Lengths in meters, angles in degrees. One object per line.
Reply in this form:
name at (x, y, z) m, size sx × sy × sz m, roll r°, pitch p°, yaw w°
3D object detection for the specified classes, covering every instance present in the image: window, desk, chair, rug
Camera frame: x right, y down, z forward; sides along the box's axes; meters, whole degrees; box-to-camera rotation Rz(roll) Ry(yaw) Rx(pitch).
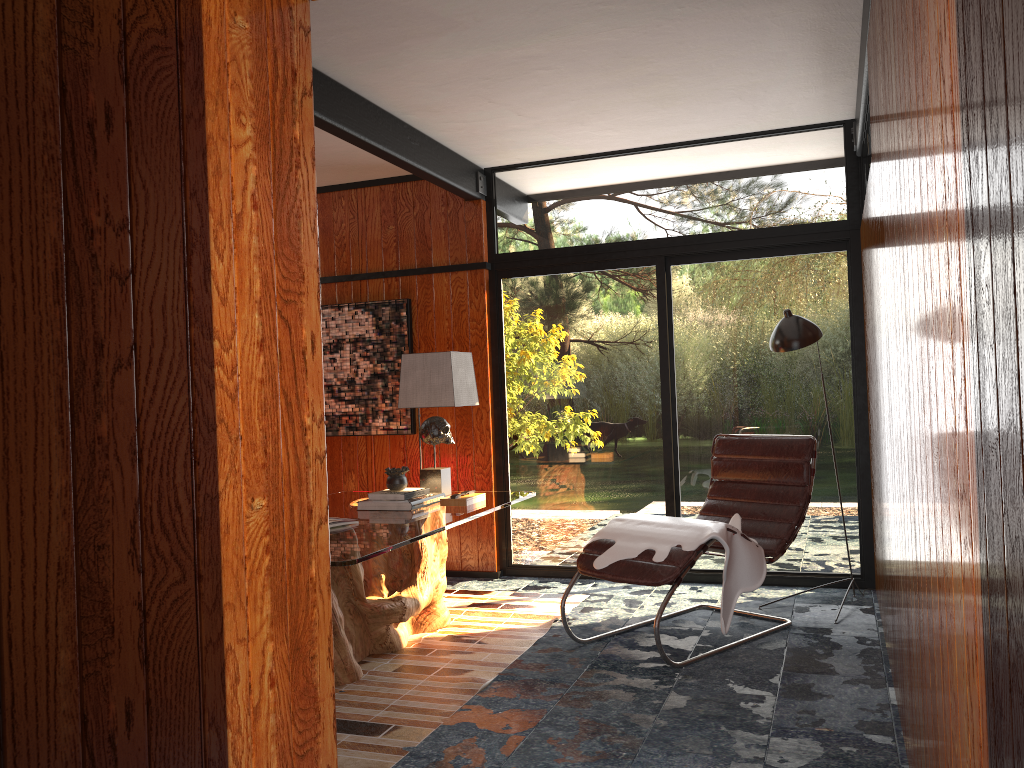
window at (0.942, -0.123, 5.250) m, size 2.260 × 2.580 × 0.085 m, roll -2°, pitch -1°, yaw 20°
desk at (-0.716, 0.897, 3.886) m, size 1.150 × 0.632 × 1.900 m, roll -2°, pitch -1°, yaw 20°
chair at (0.862, 0.715, 4.151) m, size 1.298 × 0.886 × 0.593 m, roll -2°, pitch -1°, yaw -42°
rug at (-1.105, 1.224, 4.232) m, size 2.410 × 0.042 × 2.439 m, roll -2°, pitch -1°, yaw 20°

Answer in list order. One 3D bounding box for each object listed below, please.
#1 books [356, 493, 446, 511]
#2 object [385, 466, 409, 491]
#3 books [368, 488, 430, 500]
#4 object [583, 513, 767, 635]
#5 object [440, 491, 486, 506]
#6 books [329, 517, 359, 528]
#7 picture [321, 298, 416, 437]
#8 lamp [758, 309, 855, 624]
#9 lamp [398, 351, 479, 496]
books at (-0.520, 0.557, 4.207) m, size 0.286 × 0.040 × 0.366 m, roll -2°, pitch -1°, yaw 20°
object at (-0.549, 0.452, 4.232) m, size 0.118 × 0.114 × 0.121 m, roll -2°, pitch -1°, yaw 14°
books at (-0.536, 0.523, 4.217) m, size 0.198 × 0.029 × 0.249 m, roll -2°, pitch -1°, yaw 22°
object at (0.786, 0.851, 4.041) m, size 0.897 × 0.489 × 0.713 m, roll -2°, pitch -1°, yaw -12°
object at (-0.232, 0.541, 4.218) m, size 0.135 × 0.049 × 0.238 m, roll -2°, pitch -1°, yaw 20°
books at (-0.883, 0.560, 3.591) m, size 0.300 × 0.049 × 0.422 m, roll -3°, pitch -1°, yaw 39°
picture at (-1.071, -0.094, 5.829) m, size 0.916 × 0.873 × 0.061 m, roll -2°, pitch -1°, yaw 20°
lamp at (1.471, 0.382, 4.550) m, size 0.410 × 1.514 × 0.595 m, roll -3°, pitch -1°, yaw 29°
lamp at (-0.371, 0.208, 4.567) m, size 0.316 × 0.732 × 0.316 m, roll -2°, pitch -1°, yaw 20°
